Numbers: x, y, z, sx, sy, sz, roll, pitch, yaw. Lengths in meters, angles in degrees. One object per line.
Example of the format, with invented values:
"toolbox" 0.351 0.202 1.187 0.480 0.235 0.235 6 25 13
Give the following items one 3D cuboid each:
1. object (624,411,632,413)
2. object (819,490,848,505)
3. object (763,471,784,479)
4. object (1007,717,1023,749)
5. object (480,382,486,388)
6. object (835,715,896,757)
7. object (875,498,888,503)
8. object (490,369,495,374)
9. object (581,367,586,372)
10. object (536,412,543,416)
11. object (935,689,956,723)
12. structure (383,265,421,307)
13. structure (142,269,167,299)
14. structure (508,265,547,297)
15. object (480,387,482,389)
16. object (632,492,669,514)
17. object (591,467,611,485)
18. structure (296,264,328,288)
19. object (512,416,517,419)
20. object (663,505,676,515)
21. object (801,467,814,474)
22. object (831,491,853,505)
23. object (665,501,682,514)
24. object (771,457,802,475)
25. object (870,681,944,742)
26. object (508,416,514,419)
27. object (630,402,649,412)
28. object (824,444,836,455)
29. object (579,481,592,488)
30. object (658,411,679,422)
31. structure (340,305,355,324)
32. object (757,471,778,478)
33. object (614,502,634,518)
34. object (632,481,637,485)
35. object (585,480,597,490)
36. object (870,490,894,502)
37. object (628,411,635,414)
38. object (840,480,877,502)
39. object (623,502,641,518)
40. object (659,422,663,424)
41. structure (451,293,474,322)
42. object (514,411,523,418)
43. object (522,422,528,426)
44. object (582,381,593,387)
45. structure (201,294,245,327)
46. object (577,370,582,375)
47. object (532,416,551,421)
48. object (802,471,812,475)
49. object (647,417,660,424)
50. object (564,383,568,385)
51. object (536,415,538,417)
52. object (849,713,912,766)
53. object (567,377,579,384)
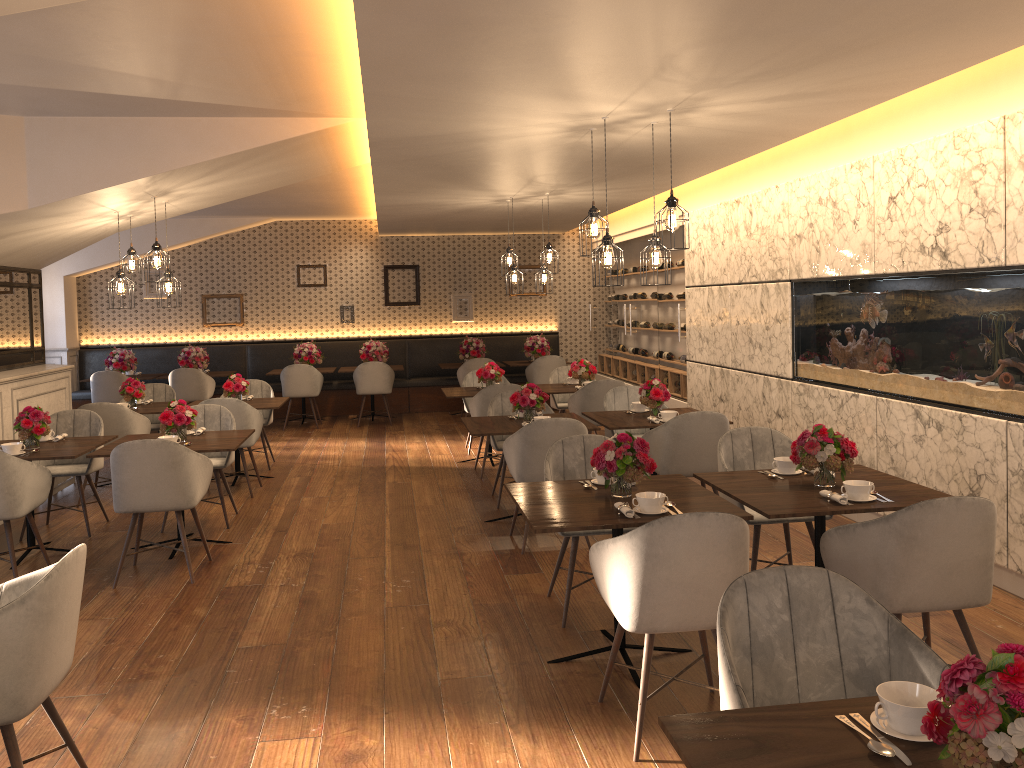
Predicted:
"object" 0.901 0.216 6.907 0.043 0.015 0.198 -2 5 -4
"object" 1.372 0.481 3.780 0.056 0.039 0.176 -2 5 -8
"object" 1.290 0.448 4.357 0.022 0.004 0.211 -2 5 -8
"object" 0.812 0.550 1.423 0.048 0.052 0.076 -2 4 -3
"object" -0.256 -0.001 9.265 0.148 0.072 0.148 -4 5 -30
"object" 0.696 0.697 1.758 0.043 0.015 0.198 -2 5 -12
"object" 1.558 0.489 3.833 0.022 0.004 0.211 -2 5 -8
"object" -0.208 -0.124 8.913 0.077 0.052 0.046 3 5 44
"object" 0.712 -0.148 9.011 0.048 0.052 0.076 -3 5 -28
"object" 0.205 0.230 6.828 0.056 0.039 0.176 -2 5 -8
"object" 0.917 0.675 1.808 0.056 0.039 0.176 -2 5 -8
"structure" -1.681 -1.504 13.532 0.544 0.631 0.035 -2 2 -8
"structure" -5.249 -1.473 13.018 0.340 0.439 0.035 -2 2 -8
"structure" 0.245 -1.610 13.794 0.601 0.484 0.032 -2 2 -8
"object" -0.328 0.039 9.229 0.022 0.004 0.211 -2 5 -8
"object" 0.575 0.495 3.667 0.148 0.072 0.148 2 6 34
"object" 0.453 0.443 4.264 0.148 0.072 0.148 2 6 34
"structure" -3.013 -1.629 13.341 0.449 0.344 0.016 -2 2 -8
"object" 0.020 0.257 6.776 0.022 0.004 0.211 -2 5 -8
"object" 0.649 0.524 3.705 0.022 0.004 0.211 -2 5 -8
"object" 1.476 0.420 4.409 0.056 0.039 0.176 -2 5 -8
"object" 1.405 0.486 3.794 0.025 0.024 0.193 -2 5 -8
"object" 0.685 0.518 3.703 0.043 0.015 0.198 -2 5 -12
"object" 1.363 0.408 4.392 0.148 0.072 0.148 2 6 34
"object" 0.804 0.663 1.792 0.148 0.072 0.148 2 6 34
"object" -0.016 0.252 6.778 0.043 0.015 0.198 -2 5 -12
"object" 1.002 0.182 6.940 0.148 0.072 0.148 -4 5 -30
"object" 1.421 0.294 4.011 0.048 0.052 0.076 -3 5 -28
"object" 0.345 0.478 4.230 0.043 0.015 0.198 -2 5 -12
"object" 1.123 0.234 6.342 0.148 0.072 0.148 -4 5 -30
"structure" -2.497 -1.053 13.430 0.216 0.277 0.018 -2 2 -8
"object" 1.254 0.443 4.358 0.043 0.015 0.198 -2 5 -12
"object" 0.462 0.517 3.651 0.056 0.039 0.176 -2 5 -8
"object" 0.567 0.456 4.281 0.056 0.039 0.176 -2 5 -8
"object" 0.381 0.483 4.229 0.022 0.004 0.211 -2 5 -8
"object" 1.594 0.483 3.831 0.043 0.015 0.198 -2 5 -12
"object" 0.929 0.221 6.904 0.022 0.004 0.211 -2 5 -8
"object" 1.484 0.460 3.795 0.148 0.072 0.148 2 6 34
"object" 0.495 0.521 3.666 0.025 0.024 0.193 -2 5 -8
"object" 1.043 0.260 6.341 0.025 0.024 0.193 -2 5 -8
"structure" -0.760 -1.177 13.665 0.340 0.439 0.035 -2 2 -8
"object" 0.092 0.217 6.811 0.148 0.072 0.148 -4 5 -30
"object" 0.101 0.291 6.199 0.056 0.039 0.176 -2 5 -8
"object" 0.775 0.016 8.796 0.148 0.072 0.148 -4 5 -30
"structure" -4.298 -1.094 13.165 0.601 0.484 0.032 -2 2 -8
"object" 0.688 -0.118 9.021 0.049 0.052 0.078 -1 4 2
"object" 0.213 0.269 6.214 0.148 0.072 0.148 -4 5 -30
"object" 1.444 0.429 4.395 0.025 0.024 0.193 -2 5 -8
"object" 1.010 0.255 6.327 0.056 0.039 0.176 -2 5 -8
"object" 0.581 0.004 9.357 0.022 0.004 0.211 -2 5 -8
"object" 0.173 0.239 6.814 0.025 0.024 0.193 -2 5 -8
"object" 0.732 0.702 1.756 0.022 0.004 0.211 -2 5 -8
"object" 0.654 -0.036 9.393 0.148 0.072 0.148 -4 5 -30
